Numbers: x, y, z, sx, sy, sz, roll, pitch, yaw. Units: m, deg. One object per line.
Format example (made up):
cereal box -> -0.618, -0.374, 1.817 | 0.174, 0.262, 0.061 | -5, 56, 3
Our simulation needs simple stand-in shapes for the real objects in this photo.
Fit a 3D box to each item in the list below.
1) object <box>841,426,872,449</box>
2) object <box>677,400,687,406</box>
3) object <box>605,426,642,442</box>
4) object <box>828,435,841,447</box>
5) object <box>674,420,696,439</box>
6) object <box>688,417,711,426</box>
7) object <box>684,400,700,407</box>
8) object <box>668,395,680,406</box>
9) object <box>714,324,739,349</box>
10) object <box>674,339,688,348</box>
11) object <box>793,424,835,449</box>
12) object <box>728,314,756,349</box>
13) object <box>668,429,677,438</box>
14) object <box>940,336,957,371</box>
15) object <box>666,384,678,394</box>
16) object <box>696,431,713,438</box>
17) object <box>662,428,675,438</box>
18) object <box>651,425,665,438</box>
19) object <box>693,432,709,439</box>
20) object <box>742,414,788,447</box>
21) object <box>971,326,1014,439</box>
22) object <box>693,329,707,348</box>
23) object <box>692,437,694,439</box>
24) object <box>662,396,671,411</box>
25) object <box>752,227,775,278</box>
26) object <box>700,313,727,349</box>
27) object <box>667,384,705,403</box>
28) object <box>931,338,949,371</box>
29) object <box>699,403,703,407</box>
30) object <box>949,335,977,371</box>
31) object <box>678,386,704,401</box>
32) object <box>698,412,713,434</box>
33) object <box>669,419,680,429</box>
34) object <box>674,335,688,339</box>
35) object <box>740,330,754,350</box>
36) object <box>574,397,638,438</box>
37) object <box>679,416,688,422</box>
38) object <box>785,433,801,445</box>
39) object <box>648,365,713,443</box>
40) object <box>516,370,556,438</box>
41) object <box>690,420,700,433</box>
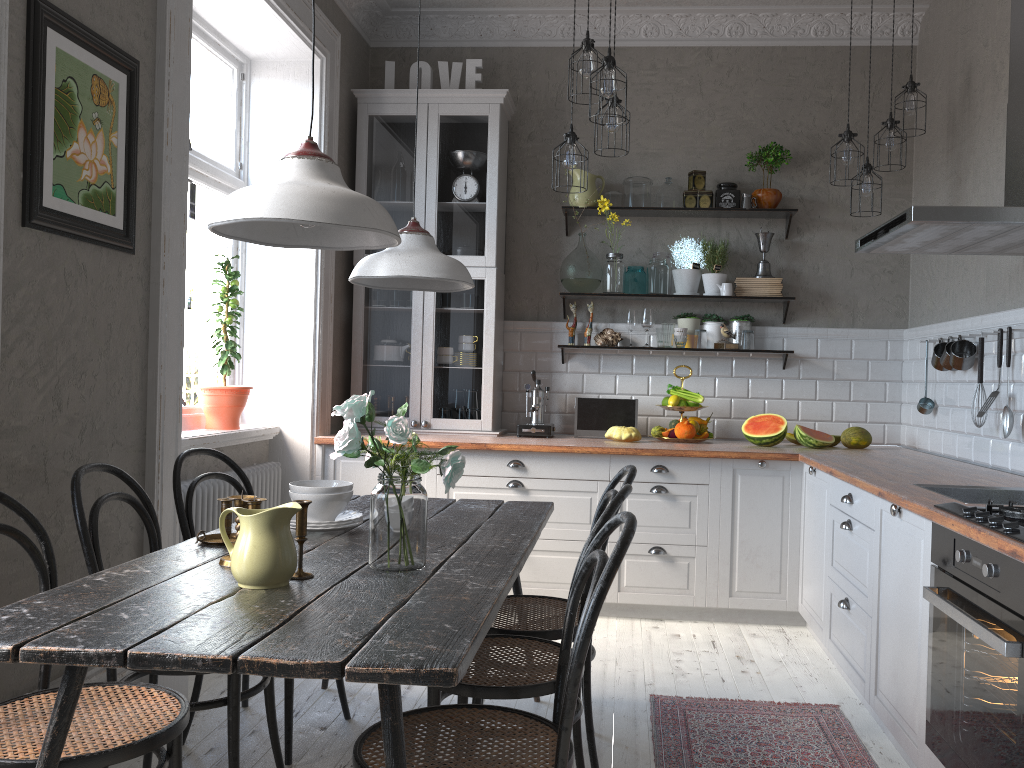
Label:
object -> 1.832, 0.286, 4.713 | 0.208, 0.119, 0.129 | 1, 0, -31
object -> 0.923, 0.117, 4.831 | 0.063, 0.061, 0.067 | 2, 0, 6
object -> 0.596, 0.267, 4.746 | 0.196, 0.083, 0.190 | 2, 0, 6
object -> 1.702, 0.305, 4.774 | 0.204, 0.073, 0.118 | 1, 0, -31
object -> 0.930, 0.246, 4.760 | 0.115, 0.110, 0.109 | 1, 0, -27
object -> 1.035, 0.209, 4.900 | 0.127, 0.056, 0.059 | 2, 0, -2
object -> 0.983, 0.120, 4.860 | 0.076, 0.062, 0.099 | 1, 0, -21
object -> 0.881, 0.093, 4.819 | 0.058, 0.069, 0.080 | 2, 0, 26
object -> 1.220, -0.266, 5.010 | 0.120, 0.147, 0.099 | 1, 0, -26
object -> 0.949, -0.228, 4.986 | 0.077, 0.051, 0.077 | 2, 0, -1
object -> 1.583, 0.276, 4.608 | 0.226, 0.127, 0.147 | 2, 0, -12
object -> 1.323, -0.297, 5.098 | 0.158, 0.213, 0.153 | 2, 0, 4
object -> 0.876, 0.279, 4.889 | 0.070, 0.076, 0.227 | 2, 0, -11
object -> 2.048, -0.141, 4.097 | 0.108, 0.161, 0.137 | 2, 0, 8
object -> 0.885, 0.028, 4.867 | 0.074, 0.058, 0.050 | 1, 0, -18
object -> 1.025, 0.273, 4.943 | 0.212, 0.044, 0.055 | 2, 1, 44
object -> 0.859, 0.270, 4.875 | 0.084, 0.057, 0.090 | 2, 0, 38
object -> 0.825, 0.265, 4.914 | 0.075, 0.072, 0.154 | 2, 0, 36
object -> 1.026, 0.283, 4.820 | 0.069, 0.051, 0.088 | 1, 0, -36
object -> 1.334, 0.245, 4.680 | 0.232, 0.174, 0.221 | 2, 0, 28
object -> 1.950, -0.007, 3.606 | 0.081, 0.443, 0.330 | 2, 0, 7
object -> 1.071, -0.254, 5.031 | 0.078, 0.108, 0.077 | 2, 0, -1
object -> 0.957, 0.287, 4.831 | 0.070, 0.065, 0.070 | 2, 0, 27
object -> 0.875, 0.108, 4.895 | 0.096, 0.078, 0.100 | 2, 0, -7
object -> 1.434, -0.738, 5.038 | 0.131, 0.287, 0.130 | 2, 0, -9
object -> 1.158, -0.303, 5.104 | 0.170, 0.214, 0.150 | 2, 0, 36
object -> 0.950, 0.052, 4.857 | 0.209, 0.101, 0.067 | 2, 0, 12
object -> 2.064, -0.142, 4.225 | 0.107, 0.161, 0.138 | 2, 0, 18
object -> 1.027, 0.118, 4.886 | 0.052, 0.050, 0.049 | 2, 0, 15
object -> 2.023, -0.141, 3.971 | 0.107, 0.161, 0.139 | 2, 0, 23
object -> 0.986, 0.062, 4.922 | 0.178, 0.096, 0.089 | 2, 0, 26
object -> 1.060, 0.216, 4.890 | 0.060, 0.120, 0.128 | 2, 0, 30
object -> 0.931, 0.234, 4.958 | 0.077, 0.076, 0.157 | 2, 0, 32
object -> 0.949, -0.246, 4.986 | 0.077, 0.051, 0.077 | 2, 0, -1
object -> 1.326, -0.247, 4.983 | 0.078, 0.108, 0.077 | 2, 0, -1
object -> 0.527, 0.192, 4.956 | 0.350, 0.226, 0.088 | 2, 0, 5
object -> 0.962, 0.224, 4.948 | 0.085, 0.093, 0.087 | 2, 0, 2
object -> 1.596, 0.304, 4.880 | 0.197, 0.067, 0.104 | 2, 0, 12
object -> 0.938, 0.107, 4.885 | 0.354, 0.425, 0.349 | 2, 0, -9
object -> 0.132, 0.110, 4.901 | 0.205, 0.370, 0.355 | 2, 0, 7
object -> 0.979, 0.236, 4.832 | 0.087, 0.078, 0.089 | 2, 0, 32
